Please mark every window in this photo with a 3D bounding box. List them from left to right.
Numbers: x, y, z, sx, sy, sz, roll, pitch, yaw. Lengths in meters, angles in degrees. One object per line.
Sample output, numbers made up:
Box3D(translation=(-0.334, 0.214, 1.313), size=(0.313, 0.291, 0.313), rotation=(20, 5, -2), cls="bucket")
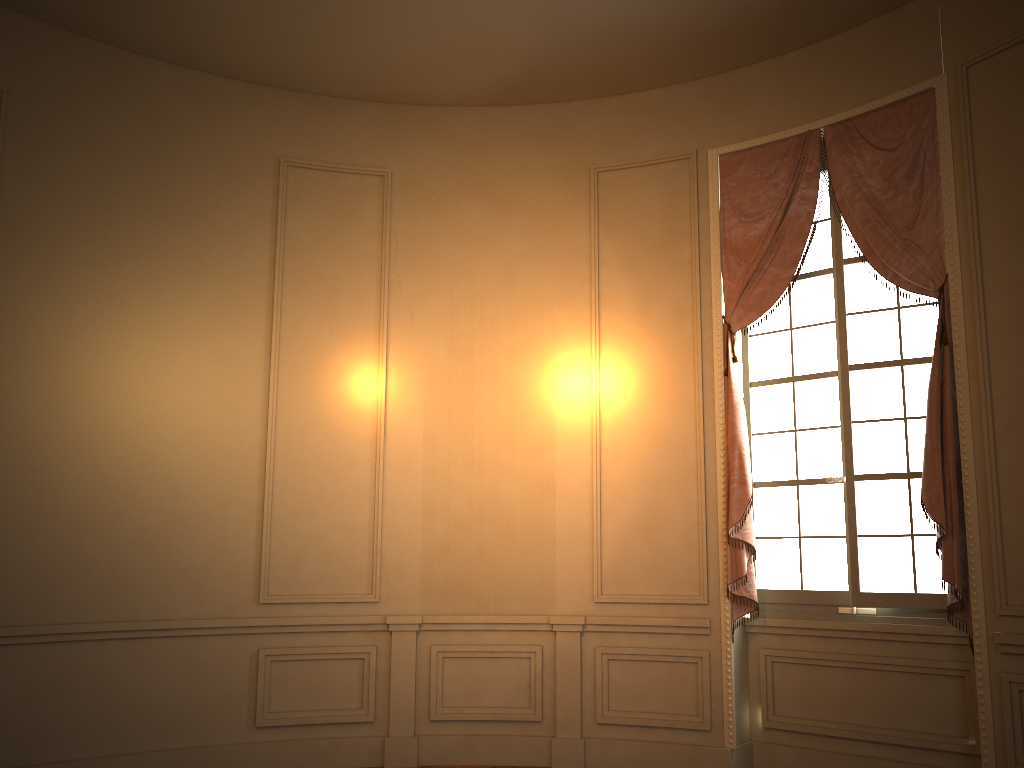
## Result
Box3D(translation=(1.898, -0.084, 5.080), size=(1.283, 2.820, 0.157), rotation=(-7, -11, 40), cls="window")

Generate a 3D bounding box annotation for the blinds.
Box3D(translation=(1.752, -0.053, 4.889), size=(1.306, 2.960, 0.293), rotation=(-7, -11, 39), cls="blinds")
